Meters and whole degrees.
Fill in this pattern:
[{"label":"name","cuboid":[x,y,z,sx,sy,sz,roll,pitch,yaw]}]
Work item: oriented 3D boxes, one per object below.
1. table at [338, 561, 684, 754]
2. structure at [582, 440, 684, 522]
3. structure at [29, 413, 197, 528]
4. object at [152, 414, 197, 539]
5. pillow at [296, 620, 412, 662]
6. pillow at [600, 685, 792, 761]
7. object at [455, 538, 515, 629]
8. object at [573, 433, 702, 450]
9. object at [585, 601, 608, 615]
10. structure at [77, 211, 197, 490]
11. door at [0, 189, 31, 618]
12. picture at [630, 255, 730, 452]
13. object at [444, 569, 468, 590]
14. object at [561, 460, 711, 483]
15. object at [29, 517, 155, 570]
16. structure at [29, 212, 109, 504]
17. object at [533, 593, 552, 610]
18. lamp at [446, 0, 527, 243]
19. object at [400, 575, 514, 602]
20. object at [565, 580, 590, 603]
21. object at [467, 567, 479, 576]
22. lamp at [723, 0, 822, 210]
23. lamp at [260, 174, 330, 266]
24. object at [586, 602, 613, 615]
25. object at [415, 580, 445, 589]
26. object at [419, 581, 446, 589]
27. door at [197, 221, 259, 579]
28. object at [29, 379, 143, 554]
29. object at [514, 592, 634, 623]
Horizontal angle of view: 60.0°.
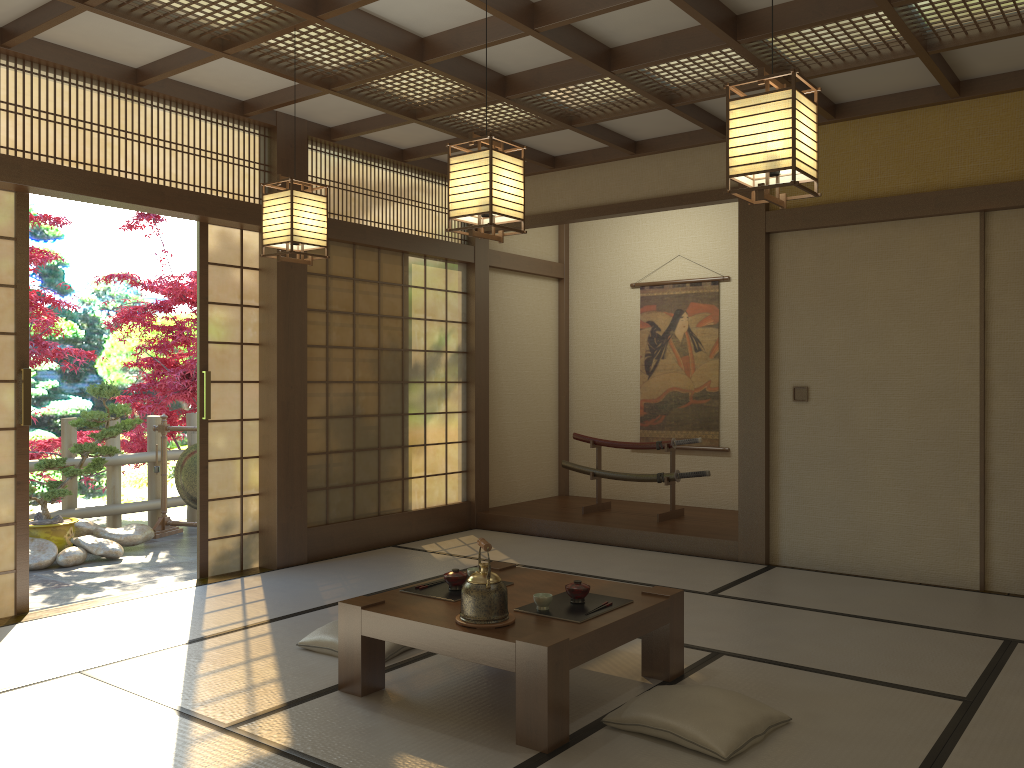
[{"label":"table","cuboid":[0.016,1.031,3.588,1.000,0.350,1.000,0,0,37]},{"label":"structure","cuboid":[0.996,0.775,7.293,0.712,0.604,0.446,0,0,37]},{"label":"structure","cuboid":[-3.940,0.846,7.229,0.245,1.136,7.456,0,0,37]},{"label":"object","cuboid":[-2.644,0.786,7.620,1.045,1.061,0.368,0,0,16]},{"label":"pillow","cuboid":[-0.657,1.170,4.122,0.486,0.107,0.496,0,0,30]},{"label":"pillow","cuboid":[0.655,1.170,3.139,0.496,0.107,0.486,0,0,41]},{"label":"object","cuboid":[-0.100,0.718,3.243,0.226,0.296,0.219,0,0,32]},{"label":"object","cuboid":[1.004,0.474,7.232,1.186,0.121,0.086,0,0,38]},{"label":"object","cuboid":[0.323,0.855,3.387,0.008,0.008,0.200,0,0,30]},{"label":"structure","cuboid":[-3.002,-0.545,10.002,3.412,4.004,3.045,0,0,39]},{"label":"door","cuboid":[-3.132,0.111,3.960,0.073,2.380,1.894,0,0,37]},{"label":"picture","cuboid":[1.473,-0.281,7.858,0.952,1.725,0.038,0,0,37]},{"label":"object","cuboid":[-0.236,0.816,3.713,0.100,0.080,0.100,0,0,37]},{"label":"object","cuboid":[0.986,0.726,7.247,1.369,0.144,0.100,0,0,38]},{"label":"object","cuboid":[-3.428,1.188,6.832,1.147,0.276,1.260,0,0,33]},{"label":"structure","cuboid":[-5.079,-0.545,7.092,3.412,4.004,3.045,0,0,-21]},{"label":"object","cuboid":[0.118,0.833,3.391,0.074,0.052,0.073,0,0,-10]},{"label":"lamp","cuboid":[-0.101,-1.137,3.527,0.240,1.129,0.240,0,0,37]},{"label":"object","cuboid":[-0.230,0.863,3.768,0.300,0.007,0.400,0,0,37]},{"label":"object","cuboid":[0.259,0.816,3.495,0.100,0.080,0.100,0,0,37]},{"label":"object","cuboid":[-0.159,0.833,3.867,0.074,0.052,0.073,0,0,-10]},{"label":"lamp","cuboid":[0.831,-1.137,2.828,0.240,1.129,0.240,0,0,37]},{"label":"lamp","cuboid":[-1.034,-1.137,4.226,0.240,1.129,0.240,0,0,37]},{"label":"object","cuboid":[0.332,0.855,3.377,0.008,0.008,0.200,0,0,35]},{"label":"object","cuboid":[-0.345,0.855,3.804,0.008,0.008,0.200,0,0,37]},{"label":"object","cuboid":[-0.331,0.855,3.793,0.008,0.008,0.200,0,0,33]},{"label":"door","cuboid":[-1.380,0.111,6.299,0.073,2.380,1.894,0,0,37]},{"label":"object","cuboid":[-3.405,0.636,6.885,1.032,1.362,0.586,0,0,-27]},{"label":"object","cuboid":[0.245,0.863,3.456,0.300,0.007,0.400,0,0,37]}]
